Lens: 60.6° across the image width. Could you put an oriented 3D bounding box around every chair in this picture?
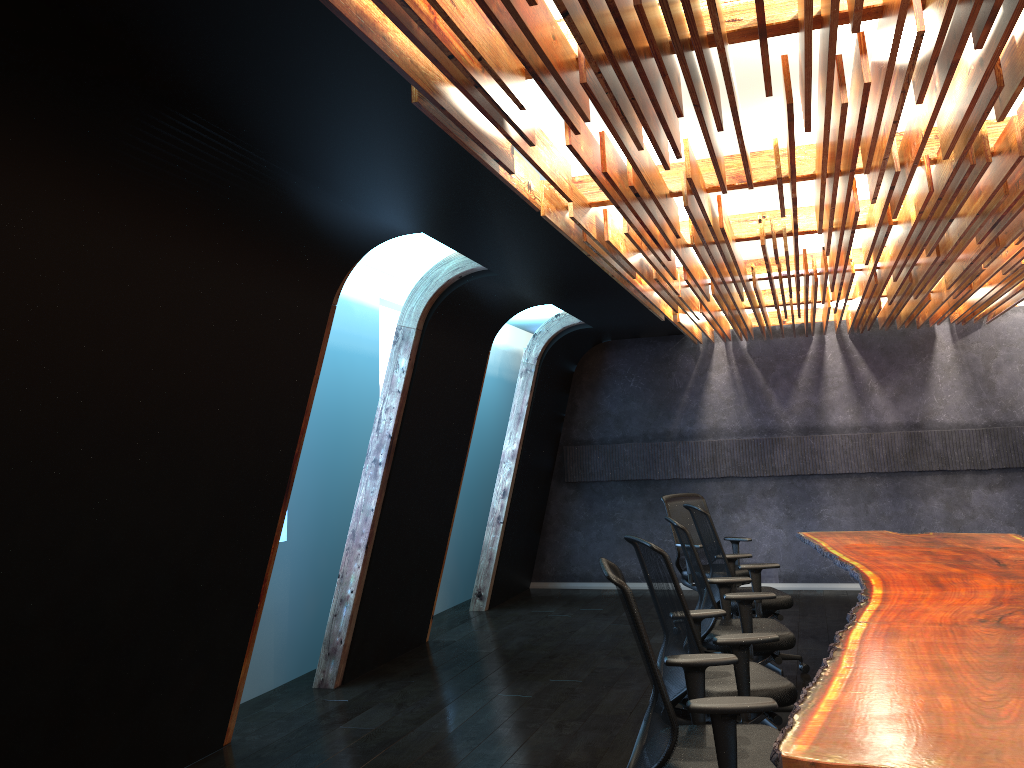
[{"bbox_3d":[0.756,1.277,3.193,0.796,1.265,0.796,-3,-10,2],"label":"chair"},{"bbox_3d":[1.860,1.635,8.000,0.812,1.265,0.780,6,-13,-37],"label":"chair"},{"bbox_3d":[1.767,1.519,6.568,0.796,1.265,0.795,-2,-10,-3],"label":"chair"},{"bbox_3d":[1.389,1.429,5.317,0.796,1.265,0.796,-3,-10,2],"label":"chair"},{"bbox_3d":[1.012,1.350,4.191,0.796,1.265,0.795,-1,-11,-7],"label":"chair"}]

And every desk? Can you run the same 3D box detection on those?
[{"bbox_3d":[2.694,1.557,5.016,2.028,0.833,6.559,-4,-5,18],"label":"desk"}]

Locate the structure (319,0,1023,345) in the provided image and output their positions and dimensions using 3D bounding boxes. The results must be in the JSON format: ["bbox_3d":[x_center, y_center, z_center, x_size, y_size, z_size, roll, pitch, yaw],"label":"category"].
[{"bbox_3d":[2.665,0.279,4.782,4.510,3.051,11.299,-5,-6,18],"label":"structure"}]
